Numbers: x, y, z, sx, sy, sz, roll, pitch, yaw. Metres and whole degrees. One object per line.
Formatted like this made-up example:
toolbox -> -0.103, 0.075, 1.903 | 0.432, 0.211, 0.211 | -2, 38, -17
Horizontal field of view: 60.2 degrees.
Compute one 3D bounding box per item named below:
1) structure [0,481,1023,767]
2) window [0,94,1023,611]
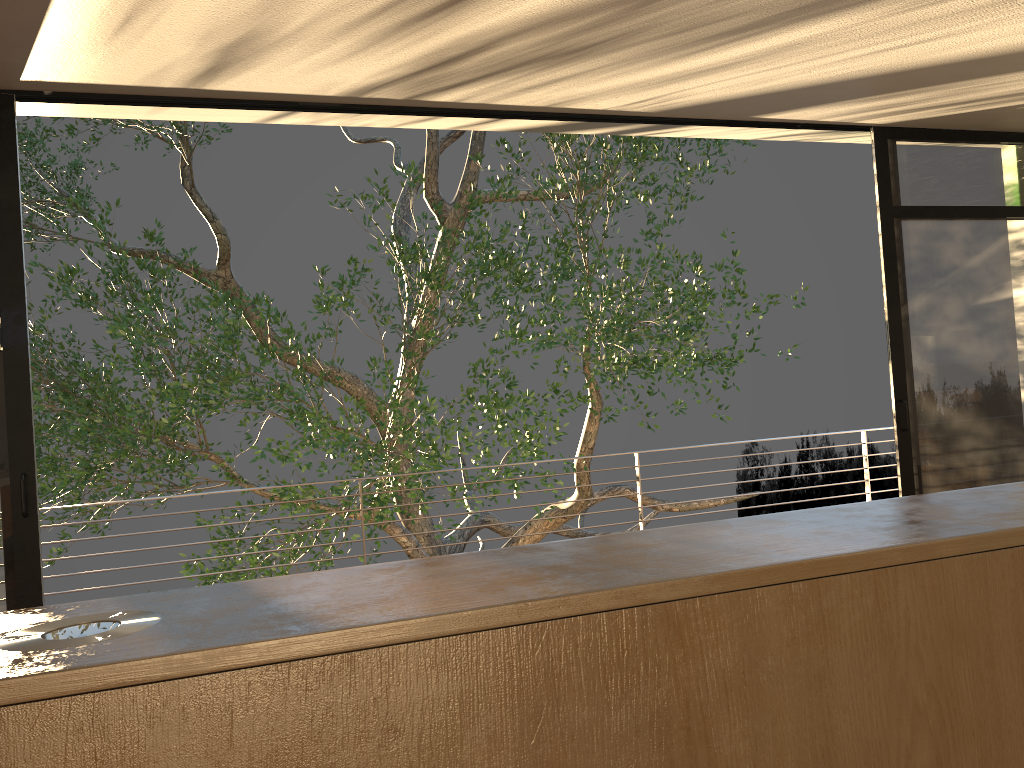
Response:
structure -> 2.263, 0.549, 1.730 | 5.919, 0.974, 0.301 | -4, -1, -19
window -> 2.025, -0.210, 1.350 | 10.544, 2.514, 6.691 | -4, -1, -18
